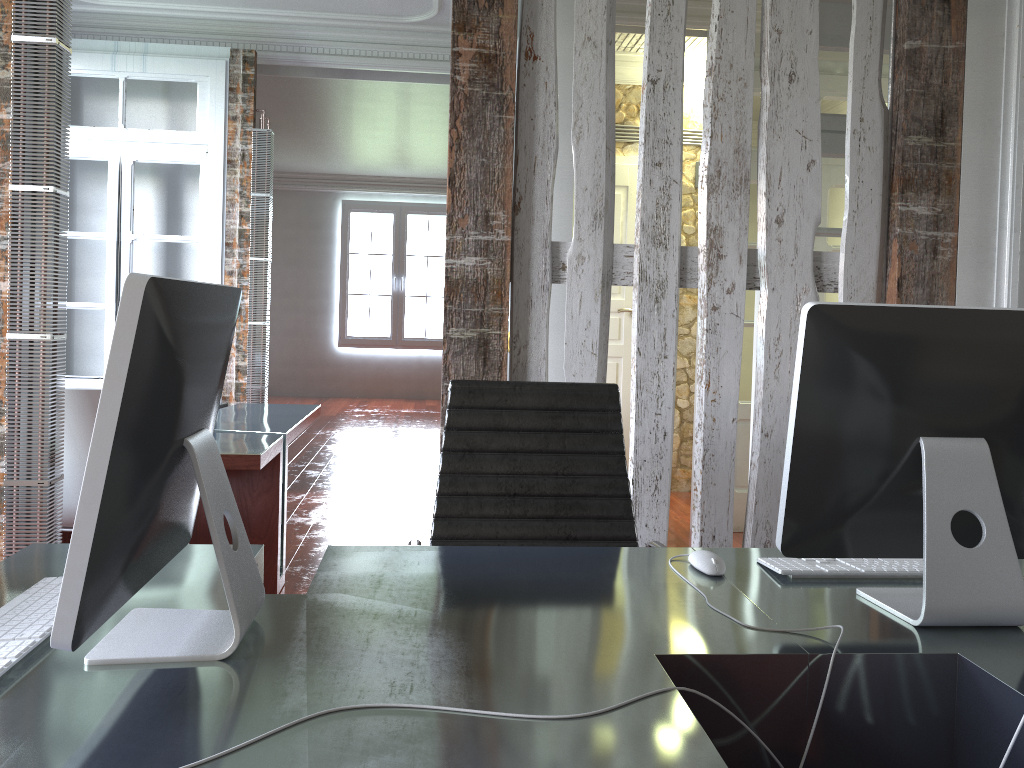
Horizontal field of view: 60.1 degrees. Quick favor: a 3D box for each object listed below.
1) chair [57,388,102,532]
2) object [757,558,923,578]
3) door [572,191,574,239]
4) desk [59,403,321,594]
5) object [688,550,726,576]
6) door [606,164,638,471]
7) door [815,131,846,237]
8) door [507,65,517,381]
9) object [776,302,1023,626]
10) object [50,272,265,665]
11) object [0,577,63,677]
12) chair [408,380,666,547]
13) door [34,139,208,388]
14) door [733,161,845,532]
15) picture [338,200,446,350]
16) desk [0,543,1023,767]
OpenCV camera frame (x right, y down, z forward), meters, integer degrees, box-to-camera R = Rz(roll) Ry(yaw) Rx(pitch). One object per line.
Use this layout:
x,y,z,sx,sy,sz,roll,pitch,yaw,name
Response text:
-1.394,0.446,3.051,0.475,0.918,0.603,2,2,-5,chair
0.683,0.336,1.629,0.439,0.017,0.119,1,4,-5,object
-0.106,-0.318,5.241,0.482,2.179,1.190,1,2,-31,door
-1.708,0.493,3.976,1.445,0.653,1.717,1,4,-5,desk
0.356,0.322,1.607,0.059,0.028,0.106,1,4,-6,object
0.479,-0.392,6.025,0.868,2.215,0.145,2,1,-5,door
1.771,-0.131,4.170,1.076,2.083,0.041,2,1,-5,door
0.017,-0.173,3.396,0.041,2.177,1.059,2,2,-5,door
0.684,0.119,1.401,0.483,0.484,0.190,1,2,-5,object
-0.440,0.102,1.192,0.189,0.484,0.485,2,3,-5,object
-0.671,0.328,1.203,0.118,0.017,0.440,1,4,-5,object
0.045,0.526,1.895,0.665,1.021,0.700,1,2,-11,chair
-2.429,-0.404,5.463,1.160,2.179,0.041,2,1,-5,door
1.682,-0.199,5.019,1.076,2.083,0.041,2,1,-5,door
-1.530,-1.465,11.974,1.579,1.985,0.127,1,1,-5,picture
0.403,0.739,1.118,2.506,0.727,1.304,1,4,-5,desk
